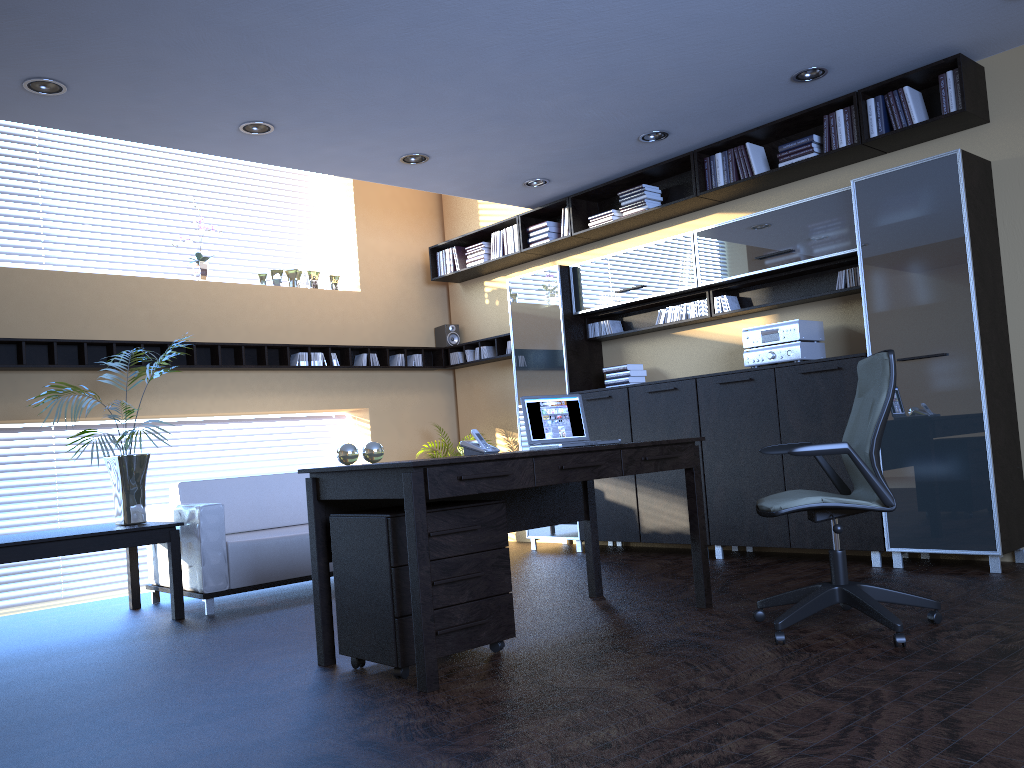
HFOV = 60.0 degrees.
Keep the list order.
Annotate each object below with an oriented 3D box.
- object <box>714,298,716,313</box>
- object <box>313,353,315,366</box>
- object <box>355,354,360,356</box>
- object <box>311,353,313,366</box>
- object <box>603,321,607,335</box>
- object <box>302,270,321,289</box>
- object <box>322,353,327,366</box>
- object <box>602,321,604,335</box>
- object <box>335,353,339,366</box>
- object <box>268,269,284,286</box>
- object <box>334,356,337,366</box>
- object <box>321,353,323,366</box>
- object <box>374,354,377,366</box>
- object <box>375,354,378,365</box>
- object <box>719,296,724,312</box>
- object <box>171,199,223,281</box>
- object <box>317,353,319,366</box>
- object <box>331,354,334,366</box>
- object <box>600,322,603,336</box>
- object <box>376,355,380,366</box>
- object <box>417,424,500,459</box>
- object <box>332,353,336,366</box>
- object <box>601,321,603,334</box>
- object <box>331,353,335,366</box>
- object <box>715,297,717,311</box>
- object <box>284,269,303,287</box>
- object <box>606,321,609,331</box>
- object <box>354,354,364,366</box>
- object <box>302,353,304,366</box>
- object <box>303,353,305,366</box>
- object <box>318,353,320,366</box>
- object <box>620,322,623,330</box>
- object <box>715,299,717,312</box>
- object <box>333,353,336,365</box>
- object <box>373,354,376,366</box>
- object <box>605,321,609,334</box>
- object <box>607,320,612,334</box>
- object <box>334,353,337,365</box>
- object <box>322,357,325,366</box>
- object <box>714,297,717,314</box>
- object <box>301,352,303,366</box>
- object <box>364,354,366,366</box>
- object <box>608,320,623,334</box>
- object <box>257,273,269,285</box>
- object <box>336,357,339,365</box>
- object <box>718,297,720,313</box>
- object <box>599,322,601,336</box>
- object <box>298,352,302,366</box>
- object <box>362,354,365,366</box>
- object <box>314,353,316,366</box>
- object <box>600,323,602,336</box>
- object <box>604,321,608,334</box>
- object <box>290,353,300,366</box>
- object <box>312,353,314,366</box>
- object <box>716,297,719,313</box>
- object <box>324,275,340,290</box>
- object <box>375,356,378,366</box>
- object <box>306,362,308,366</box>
[{"bbox_3d":[1.558,-0.584,6.624,0.140,0.118,0.006,-1,-4,-42],"label":"object"},{"bbox_3d":[-1.838,-0.216,8.081,0.006,0.118,0.140,-2,-4,-42],"label":"object"},{"bbox_3d":[-1.458,-0.220,8.424,0.041,0.122,0.142,-2,-4,-42],"label":"object"},{"bbox_3d":[-1.853,-0.216,8.066,0.009,0.120,0.142,-2,-4,-42],"label":"object"},{"bbox_3d":[0.824,-0.468,7.451,0.142,0.120,0.009,-1,-4,-42],"label":"object"},{"bbox_3d":[-1.896,-0.971,8.370,0.137,0.173,0.144,-7,-4,38],"label":"object"},{"bbox_3d":[-1.759,-0.216,8.151,0.040,0.118,0.142,-2,-4,-42],"label":"object"},{"bbox_3d":[0.814,-0.467,7.455,0.142,0.120,0.009,-1,-4,-42],"label":"object"},{"bbox_3d":[-1.662,-0.218,8.237,0.040,0.118,0.142,-2,-4,-42],"label":"object"},{"bbox_3d":[-2.161,-0.961,8.130,0.133,0.159,0.126,-3,-3,-22],"label":"object"},{"bbox_3d":[-1.676,-0.218,8.230,0.030,0.120,0.142,-2,-4,-43],"label":"object"},{"bbox_3d":[-1.778,-0.217,8.136,0.006,0.118,0.140,-2,-4,-42],"label":"object"},{"bbox_3d":[-1.351,-0.223,8.517,0.030,0.120,0.142,-2,-4,-42],"label":"object"},{"bbox_3d":[-1.340,-0.224,8.521,0.026,0.117,0.140,-2,-4,-42],"label":"object"},{"bbox_3d":[1.589,-0.588,6.599,0.142,0.120,0.009,-1,-4,-42],"label":"object"},{"bbox_3d":[-2.681,-1.220,7.696,0.352,0.694,0.437,-6,-3,27],"label":"object"},{"bbox_3d":[-1.806,-0.217,8.106,0.009,0.120,0.142,-2,-4,-42],"label":"object"},{"bbox_3d":[-1.695,-0.218,8.205,0.030,0.120,0.142,-2,-4,-42],"label":"object"},{"bbox_3d":[0.801,-0.465,7.471,0.142,0.120,0.009,-1,-4,-42],"label":"object"},{"bbox_3d":[-1.333,-0.222,8.535,0.040,0.118,0.142,-2,-4,-42],"label":"object"},{"bbox_3d":[-0.492,0.940,8.435,0.840,1.239,0.690,-4,-3,-9],"label":"object"},{"bbox_3d":[-1.687,-0.218,8.212,0.030,0.120,0.142,-2,-4,-42],"label":"object"},{"bbox_3d":[0.807,-0.466,7.462,0.140,0.118,0.006,-1,-4,-42],"label":"object"},{"bbox_3d":[-1.693,-0.219,8.203,0.026,0.117,0.140,-2,-4,-42],"label":"object"},{"bbox_3d":[1.567,-0.585,6.619,0.140,0.118,0.006,-1,-4,-42],"label":"object"},{"bbox_3d":[-2.030,-0.969,8.253,0.137,0.173,0.144,-5,-3,8],"label":"object"},{"bbox_3d":[0.852,-0.472,7.420,0.142,0.120,0.030,-1,-4,-42],"label":"object"},{"bbox_3d":[-1.457,-0.221,8.422,0.040,0.118,0.142,-2,-4,-42],"label":"object"},{"bbox_3d":[-1.923,-0.215,8.000,0.009,0.120,0.142,-2,-4,-42],"label":"object"},{"bbox_3d":[-1.916,-0.215,8.006,0.009,0.120,0.142,-2,-4,-42],"label":"object"},{"bbox_3d":[-1.798,-0.217,8.113,0.009,0.120,0.142,-2,-4,-42],"label":"object"},{"bbox_3d":[0.871,-0.474,7.403,0.140,0.116,0.036,-1,-4,-42],"label":"object"},{"bbox_3d":[1.568,-0.585,6.621,0.142,0.120,0.009,-1,-4,-42],"label":"object"},{"bbox_3d":[-1.682,-0.218,8.221,0.030,0.120,0.142,-2,-4,-42],"label":"object"},{"bbox_3d":[-1.356,-0.223,8.507,0.030,0.120,0.142,-2,-4,-42],"label":"object"},{"bbox_3d":[0.843,-0.471,7.426,0.142,0.120,0.030,-1,-4,-42],"label":"object"},{"bbox_3d":[0.854,-0.473,7.408,0.142,0.120,0.030,-1,-4,-42],"label":"object"},{"bbox_3d":[-1.674,-0.218,8.229,0.026,0.117,0.140,-2,-4,-43],"label":"object"},{"bbox_3d":[-1.761,-0.216,8.153,0.041,0.122,0.142,-2,-4,-42],"label":"object"},{"bbox_3d":[1.561,-0.584,6.628,0.142,0.120,0.009,-1,-4,-42],"label":"object"},{"bbox_3d":[-1.930,-0.215,7.992,0.009,0.120,0.142,-2,-4,-42],"label":"object"},{"bbox_3d":[-1.440,-0.221,8.441,0.030,0.120,0.142,-2,-4,-42],"label":"object"},{"bbox_3d":[0.866,-0.474,7.399,0.142,0.118,0.040,-1,-4,-42],"label":"object"},{"bbox_3d":[-2.256,-0.936,8.041,0.089,0.113,0.094,-4,-3,-7],"label":"object"},{"bbox_3d":[-1.661,-0.218,8.237,0.036,0.116,0.140,-2,-4,-42],"label":"object"},{"bbox_3d":[1.582,-0.587,6.606,0.142,0.120,0.009,-1,-4,-42],"label":"object"},{"bbox_3d":[0.790,-0.463,7.487,0.142,0.120,0.009,-1,-4,-42],"label":"object"},{"bbox_3d":[-1.938,-0.215,7.986,0.009,0.120,0.142,-2,-4,-42],"label":"object"},{"bbox_3d":[-1.449,-0.221,8.435,0.030,0.120,0.142,-2,-4,-42],"label":"object"},{"bbox_3d":[-1.827,-0.217,8.084,0.009,0.120,0.142,-2,-4,-42],"label":"object"},{"bbox_3d":[0.794,-0.464,7.478,0.142,0.120,0.009,-1,-4,-43],"label":"object"},{"bbox_3d":[0.835,-0.470,7.432,0.140,0.117,0.026,-1,-4,-42],"label":"object"},{"bbox_3d":[-1.957,-0.213,7.970,0.040,0.118,0.142,-2,-4,-42],"label":"object"},{"bbox_3d":[-1.848,-0.216,8.076,0.006,0.118,0.140,-2,-4,-42],"label":"object"},{"bbox_3d":[1.572,-0.586,6.610,0.142,0.120,0.009,-1,-4,-42],"label":"object"},{"bbox_3d":[-1.726,-0.961,8.523,0.124,0.149,0.118,-2,-4,-42],"label":"object"},{"bbox_3d":[-1.344,-0.223,8.525,0.030,0.120,0.142,-2,-4,-42],"label":"object"},{"bbox_3d":[-1.895,-0.215,8.030,0.009,0.120,0.142,-2,-4,-42],"label":"object"}]
